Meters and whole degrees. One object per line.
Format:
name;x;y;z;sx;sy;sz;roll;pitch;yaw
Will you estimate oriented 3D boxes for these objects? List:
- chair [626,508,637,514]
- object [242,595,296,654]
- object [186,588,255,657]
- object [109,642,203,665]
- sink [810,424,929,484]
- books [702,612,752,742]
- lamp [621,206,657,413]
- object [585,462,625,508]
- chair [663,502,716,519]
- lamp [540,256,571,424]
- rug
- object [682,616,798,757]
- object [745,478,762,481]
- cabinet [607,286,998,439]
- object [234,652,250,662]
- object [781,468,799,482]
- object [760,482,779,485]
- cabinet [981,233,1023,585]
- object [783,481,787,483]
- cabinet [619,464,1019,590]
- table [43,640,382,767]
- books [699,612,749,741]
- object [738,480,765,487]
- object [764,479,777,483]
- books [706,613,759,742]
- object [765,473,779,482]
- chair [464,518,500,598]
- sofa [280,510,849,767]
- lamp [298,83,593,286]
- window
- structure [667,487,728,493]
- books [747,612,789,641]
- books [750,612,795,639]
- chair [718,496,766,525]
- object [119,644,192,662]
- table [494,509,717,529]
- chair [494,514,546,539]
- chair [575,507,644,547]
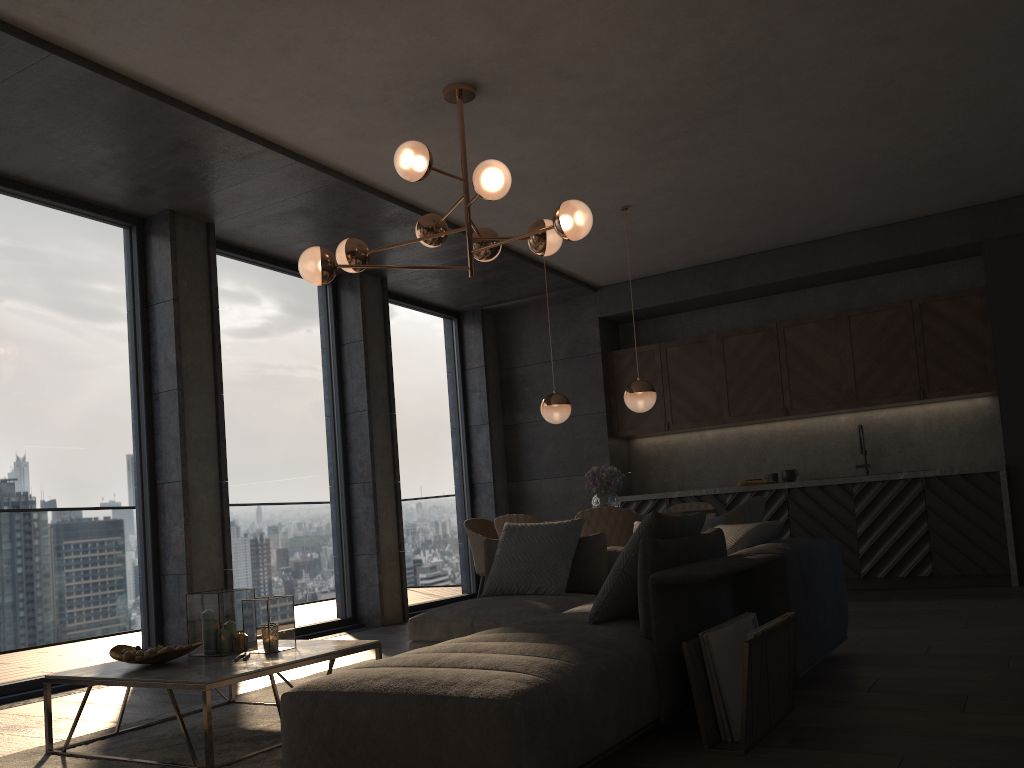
chair;0.790;1.434;7.192;0.557;0.830;0.512;-7;-6;24
object;-1.016;1.005;3.695;0.149;0.219;0.150;-7;-6;30
object;-1.229;1.008;3.743;0.200;0.259;0.197;-8;-7;30
object;-1.418;1.078;3.530;0.347;0.083;0.350;-5;-9;8
sink;3.123;0.609;7.707;0.967;0.543;0.462;-9;-7;30
books;0.821;1.033;3.171;0.068;0.352;0.570;-6;-8;30
lamp;0.893;-0.553;6.528;0.239;1.534;0.240;-5;-4;6
object;0.703;0.791;6.611;0.298;0.406;0.331;-4;-6;0
chair;1.337;1.339;6.845;0.558;0.830;0.512;-7;-6;29
lamp;0.292;-0.454;6.881;0.240;1.534;0.239;-7;-5;36
rug;-0.748;1.433;3.834;1.738;0.020;3.157;-9;-10;30
object;0.826;1.028;3.081;0.217;0.349;0.670;-7;-8;30
object;2.263;0.922;8.277;0.157;0.067;0.117;-6;-8;15
cabinet;2.527;-0.116;8.166;3.410;0.859;0.370;-9;-6;30
object;-1.071;1.086;3.521;0.046;0.012;0.183;-3;-9;-9
object;2.544;0.842;8.101;0.136;0.136;0.154;-5;-7;3
object;2.339;0.905;8.030;0.170;0.020;0.172;2;-11;-34
cabinet;4.323;0.118;6.612;1.193;2.736;1.206;-7;-5;30
object;2.313;0.916;8.093;0.492;0.040;0.286;-8;-10;25
cabinet;2.578;1.364;7.968;3.410;0.943;0.602;-9;-7;30
table;-1.183;1.268;3.598;0.935;0.307;0.934;-9;-10;30
books;0.809;1.035;3.181;0.063;0.352;0.570;-6;-8;30
object;2.213;0.917;8.135;0.301;0.054;0.071;-1;-8;-18
object;2.338;0.887;8.030;0.121;0.045;0.116;-10;-10;35
books;0.836;1.031;3.160;0.079;0.350;0.570;-7;-8;30
object;2.415;0.881;8.181;0.112;0.103;0.091;-1;-7;-27
chair;-0.069;1.470;7.019;0.513;0.830;0.556;-8;-6;34
sofa;0.144;0.974;3.804;2.034;0.778;2.923;-9;-10;29
lamp;-0.318;-1.005;4.698;1.464;1.031;1.023;-5;-6;6
window;-2.302;0.392;6.043;0.200;2.975;7.296;-6;-8;30
structure;1.838;1.019;8.430;0.613;0.017;0.506;-9;-10;30
books;0.906;1.018;3.119;0.065;0.352;0.570;-6;-8;30
books;0.913;1.016;3.106;0.065;0.352;0.570;-6;-8;30
chair;1.493;1.206;6.068;0.513;0.830;0.556;-8;-6;34
object;-1.420;1.079;3.522;0.278;0.071;0.326;-7;-9;19
table;0.720;1.372;6.552;1.474;0.764;0.772;-9;-8;30
chair;0.188;1.323;6.206;0.559;0.830;0.511;-9;-7;39
chair;0.714;1.236;5.900;0.557;0.830;0.512;-7;-6;24
